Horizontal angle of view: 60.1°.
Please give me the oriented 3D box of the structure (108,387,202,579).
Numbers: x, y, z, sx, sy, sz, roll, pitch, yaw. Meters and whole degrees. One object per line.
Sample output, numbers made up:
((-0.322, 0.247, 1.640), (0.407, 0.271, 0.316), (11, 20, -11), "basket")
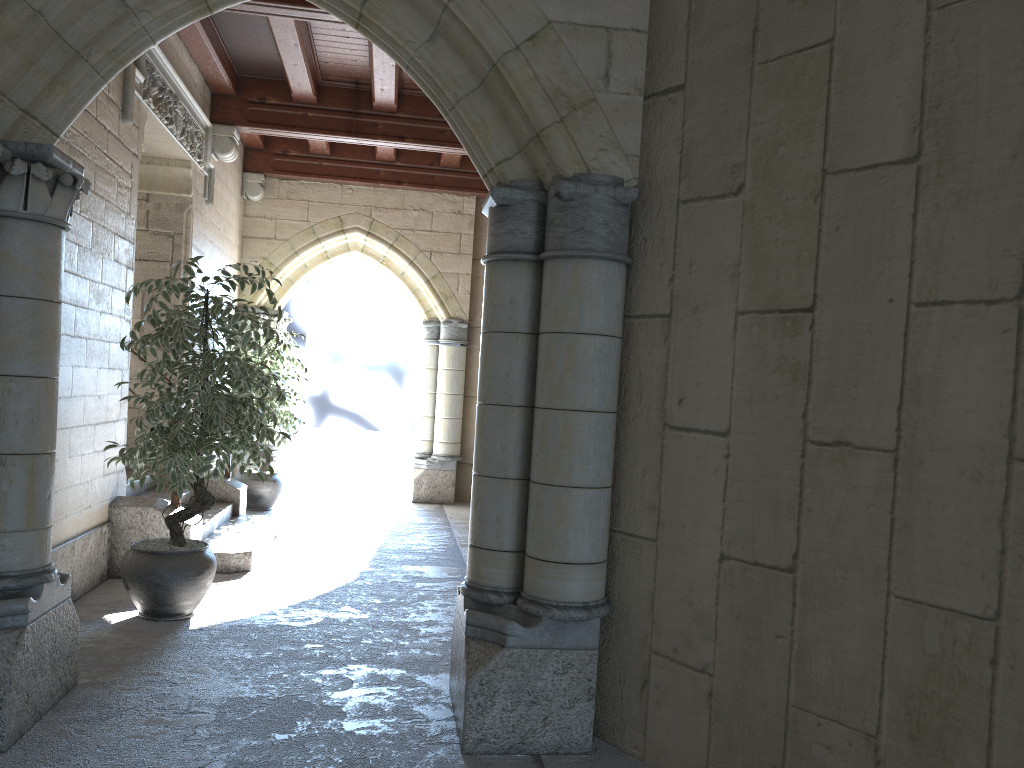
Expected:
((-2.146, 0.384, 4.835), (0.888, 1.263, 0.476), (3, 2, -8), "structure")

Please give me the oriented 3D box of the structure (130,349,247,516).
((-2.339, 0.388, 6.230), (0.888, 1.263, 0.472), (3, 2, -8), "structure")

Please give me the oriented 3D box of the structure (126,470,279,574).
((-2.811, 0.578, 5.453), (2.574, 0.811, 1.459), (4, 0, -8), "structure")

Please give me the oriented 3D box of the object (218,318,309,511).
((-2.080, 0.237, 7.320), (0.787, 1.620, 0.750), (3, 2, -12), "object")

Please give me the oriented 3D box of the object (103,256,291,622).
((-1.419, 0.242, 4.034), (0.786, 1.620, 0.751), (4, 2, 23), "object")
